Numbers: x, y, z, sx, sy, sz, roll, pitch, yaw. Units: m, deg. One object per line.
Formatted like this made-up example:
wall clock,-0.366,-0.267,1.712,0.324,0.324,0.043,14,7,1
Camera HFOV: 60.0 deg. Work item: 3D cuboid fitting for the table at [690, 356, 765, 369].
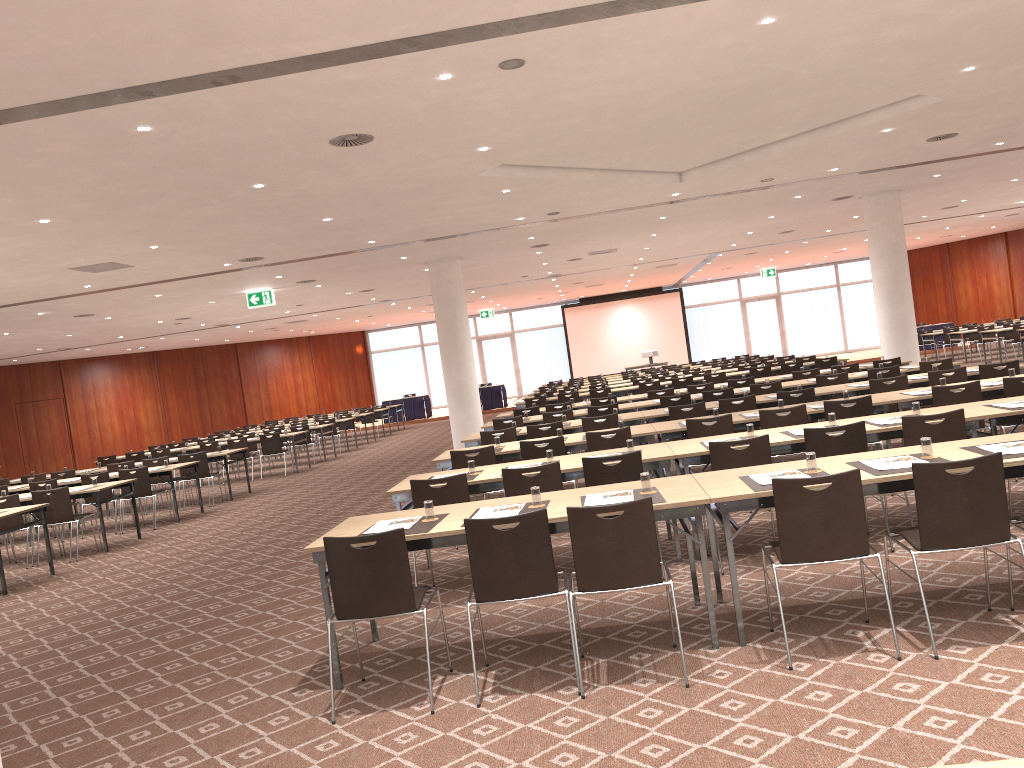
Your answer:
table,6.447,-0.248,26.317,2.267,0.833,0.953,-8,2,5

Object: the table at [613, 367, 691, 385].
table,4.209,0.062,26.533,2.267,0.833,0.953,-8,2,5

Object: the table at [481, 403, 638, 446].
table,0.763,0.870,13.317,2.267,0.833,0.953,-8,2,5

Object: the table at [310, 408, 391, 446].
table,-4.931,1.327,27.413,2.267,0.833,0.953,-8,2,5

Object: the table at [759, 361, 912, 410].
table,5.419,0.176,14.876,2.267,0.833,0.953,-8,2,5

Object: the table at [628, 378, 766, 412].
table,3.181,0.486,15.091,2.267,0.833,0.953,-8,2,5

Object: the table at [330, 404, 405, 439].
table,-4.752,1.253,29.403,2.267,0.833,0.953,-8,2,5

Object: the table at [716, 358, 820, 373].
table,5.911,-0.027,20.347,2.267,0.833,0.953,-8,2,5

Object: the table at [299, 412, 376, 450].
table,-5.109,1.401,25.424,2.267,0.833,0.953,-8,2,5

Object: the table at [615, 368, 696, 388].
table,4.030,0.136,24.543,2.267,0.833,0.953,-8,2,5

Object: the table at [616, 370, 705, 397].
table,3.851,0.209,22.553,2.267,0.833,0.953,-8,2,5

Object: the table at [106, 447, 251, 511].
table,-5.959,1.751,15.972,2.267,0.833,0.953,-8,2,5

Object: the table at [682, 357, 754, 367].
table,6.626,-0.322,28.306,2.267,0.833,0.953,-8,2,5

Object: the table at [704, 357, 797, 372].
table,6.090,-0.101,22.337,2.267,0.833,0.953,-8,2,5

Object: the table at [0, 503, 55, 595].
table,-6.495,1.972,10.003,2.267,0.833,0.953,-8,2,5

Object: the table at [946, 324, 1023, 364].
table,13.012,-1.108,23.677,2.267,0.833,0.953,-8,2,5

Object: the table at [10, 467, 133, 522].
table,-8.198,2.061,16.188,2.267,0.833,0.953,-8,2,5

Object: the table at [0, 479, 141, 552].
table,-6.316,1.899,11.993,2.267,0.833,0.953,-8,2,5

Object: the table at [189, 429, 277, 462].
table,-7.527,1.785,23.650,2.267,0.833,0.953,-8,2,5

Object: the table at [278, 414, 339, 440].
table,-6.991,1.563,29.619,2.267,0.833,0.953,-8,2,5

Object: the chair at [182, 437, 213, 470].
chair,-8.273,1.847,23.178,0.536,0.940,0.613,-8,2,7

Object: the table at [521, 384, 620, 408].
table,1.434,0.593,20.779,2.267,0.833,0.953,-8,2,5

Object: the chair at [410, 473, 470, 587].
chair,-0.472,1.148,6.812,0.536,0.940,0.613,-8,2,7

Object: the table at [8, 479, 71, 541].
table,-8.376,2.135,14.198,2.267,0.833,0.953,-8,2,5

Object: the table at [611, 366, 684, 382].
table,4.388,-0.012,28.522,2.267,0.833,0.953,-8,2,5

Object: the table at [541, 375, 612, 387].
table,2.149,0.298,28.738,2.267,0.833,0.953,-8,2,5

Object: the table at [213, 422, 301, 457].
table,-7.348,1.711,25.640,2.267,0.833,0.953,-8,2,5

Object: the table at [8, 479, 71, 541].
table,-8.376,2.135,14.198,2.267,0.833,0.953,-8,2,5

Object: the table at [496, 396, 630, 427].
table,0.942,0.796,15.307,2.267,0.833,0.953,-8,2,5

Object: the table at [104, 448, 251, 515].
table,-5.959,1.751,15.972,2.267,0.833,0.953,-8,2,5

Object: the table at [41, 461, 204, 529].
table,-6.138,1.825,13.983,2.267,0.833,0.953,-8,2,5

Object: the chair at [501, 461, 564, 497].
chair,0.214,1.054,6.711,0.536,0.940,0.613,-8,2,5

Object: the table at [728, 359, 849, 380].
table,5.732,0.047,18.358,2.267,0.833,0.953,-8,2,5

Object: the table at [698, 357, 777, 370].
table,6.269,-0.174,24.327,2.267,0.833,0.953,-8,2,5

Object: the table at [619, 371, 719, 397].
table,3.672,0.283,20.563,2.267,0.833,0.953,-8,2,5

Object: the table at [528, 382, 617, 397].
table,1.612,0.519,22.769,2.267,0.833,0.953,-8,2,5

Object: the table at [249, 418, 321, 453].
table,-7.169,1.637,27.629,2.267,0.833,0.953,-8,2,5

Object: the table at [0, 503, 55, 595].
table,-6.495,1.972,10.003,2.267,0.833,0.953,-8,2,5

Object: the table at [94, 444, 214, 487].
table,-7.885,1.932,19.670,2.267,0.833,0.953,-8,2,5

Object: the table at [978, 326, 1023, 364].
table,12.833,-1.034,21.687,2.267,0.833,0.953,-8,2,5

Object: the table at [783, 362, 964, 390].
table,5.240,0.250,12.886,2.267,0.833,0.953,-8,2,5

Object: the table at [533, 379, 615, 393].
table,1.791,0.445,24.759,2.267,0.833,0.953,-8,2,5

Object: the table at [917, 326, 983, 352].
table,13.370,-1.256,27.656,2.267,0.833,0.953,-8,2,5

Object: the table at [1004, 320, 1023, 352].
table,15.429,-1.492,25.451,2.267,0.833,0.953,-8,2,5

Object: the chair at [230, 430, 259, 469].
chair,-6.949,1.668,22.909,0.536,0.940,0.613,-8,2,3

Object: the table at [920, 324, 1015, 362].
table,13.191,-1.182,25.667,2.267,0.833,0.953,-8,2,5

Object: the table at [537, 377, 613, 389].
table,1.970,0.372,26.748,2.267,0.833,0.953,-8,2,5

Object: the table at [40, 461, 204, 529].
table,-6.138,1.825,13.983,2.267,0.833,0.953,-8,2,5

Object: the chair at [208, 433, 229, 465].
chair,-7.562,1.750,23.050,0.536,0.940,0.613,-8,2,7

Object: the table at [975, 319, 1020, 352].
table,15.608,-1.565,27.441,2.267,0.833,0.953,-8,2,5

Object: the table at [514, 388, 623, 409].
table,1.255,0.667,18.789,2.267,0.833,0.953,-8,2,5

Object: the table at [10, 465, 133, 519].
table,-8.198,2.061,16.188,2.267,0.833,0.953,-8,2,5

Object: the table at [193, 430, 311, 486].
table,-5.646,1.622,19.454,2.267,0.833,0.953,-8,2,5

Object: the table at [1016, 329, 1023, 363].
table,12.654,-0.960,19.697,2.267,0.833,0.953,-8,2,5

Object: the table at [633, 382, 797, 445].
table,3.002,0.560,13.102,2.267,0.833,0.953,-8,2,5

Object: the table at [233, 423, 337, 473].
table,-5.467,1.548,21.444,2.267,0.833,0.953,-8,2,5

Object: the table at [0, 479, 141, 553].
table,-6.316,1.899,11.993,2.267,0.833,0.953,-8,2,5

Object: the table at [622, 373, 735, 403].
table,3.493,0.357,18.574,2.267,0.833,0.953,-8,2,5
